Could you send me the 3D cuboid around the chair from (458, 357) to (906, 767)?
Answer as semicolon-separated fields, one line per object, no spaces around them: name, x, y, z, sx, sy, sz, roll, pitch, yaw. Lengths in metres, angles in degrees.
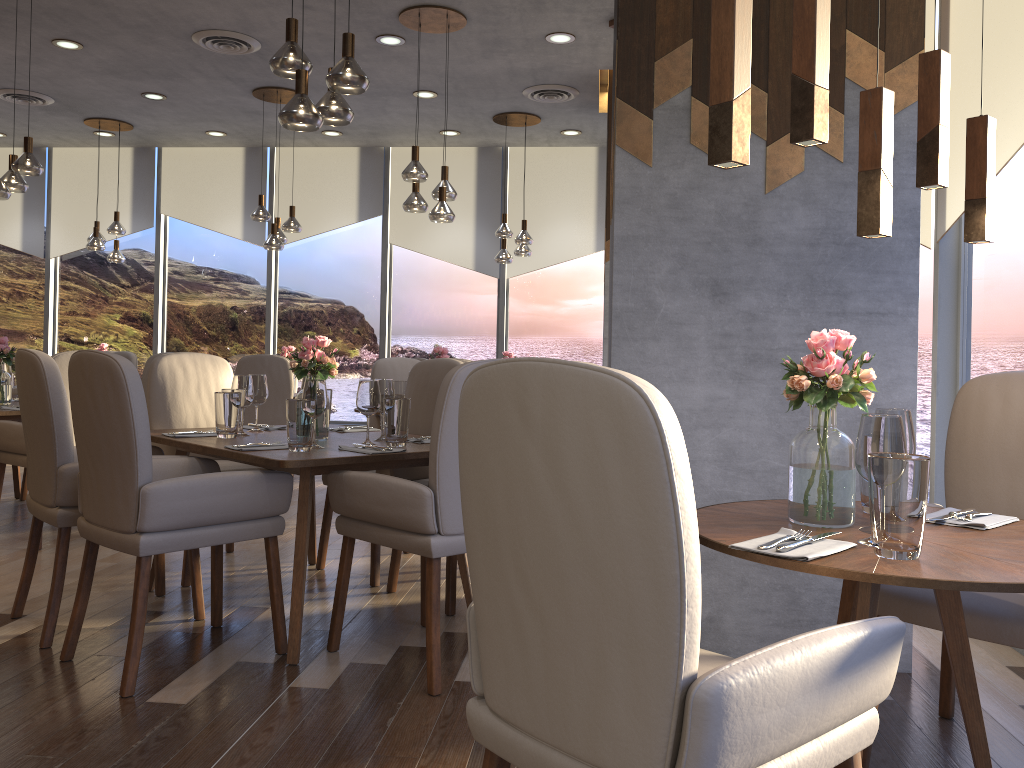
chair;0.237;0.463;1.384;0.599;1.000;0.528;1;0;-41

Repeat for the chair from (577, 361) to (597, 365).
chair;0.597;0.352;5.837;0.528;1.000;0.600;1;0;-35

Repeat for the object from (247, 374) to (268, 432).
object;-1.087;0.081;3.774;0.092;0.244;0.092;1;0;8

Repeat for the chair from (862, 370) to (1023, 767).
chair;1.214;0.462;2.219;0.599;1.000;0.528;1;0;-42

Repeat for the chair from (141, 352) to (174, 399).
chair;-2.437;0.293;5.575;0.528;1.000;0.599;1;0;42

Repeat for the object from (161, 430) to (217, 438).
object;-1.256;0.196;3.554;0.255;0.019;0.157;0;2;-41

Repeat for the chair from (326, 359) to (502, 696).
chair;-0.246;0.411;2.950;0.600;1.000;0.528;1;0;43

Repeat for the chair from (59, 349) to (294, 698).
chair;-1.098;0.394;2.886;0.528;1.000;0.599;1;0;42

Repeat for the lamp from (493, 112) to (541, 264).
lamp;0.030;-1.753;8.077;0.439;1.326;0.439;1;0;-27

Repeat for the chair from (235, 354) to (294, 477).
chair;-1.922;0.269;6.899;0.528;1.000;0.600;1;0;-13

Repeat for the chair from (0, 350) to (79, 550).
chair;-2.417;0.316;4.723;0.600;1.000;0.528;1;0;36

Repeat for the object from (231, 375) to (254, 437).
object;-1.089;0.087;3.574;0.092;0.244;0.092;1;0;1

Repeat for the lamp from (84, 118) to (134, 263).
lamp;-3.917;-1.853;8.576;0.439;1.326;0.439;1;0;-2

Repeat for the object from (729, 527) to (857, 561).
object;0.530;0.290;1.639;0.157;0.019;0.255;3;2;44

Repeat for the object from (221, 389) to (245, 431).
object;-1.194;0.111;3.799;0.102;0.178;0.102;1;0;-14

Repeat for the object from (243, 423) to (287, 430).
object;-1.105;0.189;3.938;0.157;0.019;0.255;0;2;-40

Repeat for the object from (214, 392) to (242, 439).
object;-1.113;0.122;3.467;0.102;0.178;0.102;1;0;-5

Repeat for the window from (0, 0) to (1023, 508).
window;-0.635;-1.040;6.464;8.058;3.199;16.128;0;2;-40

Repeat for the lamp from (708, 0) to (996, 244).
lamp;0.768;-1.269;1.829;1.160;1.932;0.118;1;0;-40

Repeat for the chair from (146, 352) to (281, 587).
chair;-1.408;0.354;4.128;0.528;1.000;0.600;1;0;-41

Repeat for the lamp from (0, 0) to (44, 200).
lamp;-3.003;-1.745;5.270;0.439;1.326;0.439;1;0;11

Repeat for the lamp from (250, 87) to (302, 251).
lamp;-1.982;-1.782;7.493;0.439;1.326;0.439;1;0;8

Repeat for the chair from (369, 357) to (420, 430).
chair;-0.756;0.311;6.256;0.528;1.000;0.600;1;0;-18

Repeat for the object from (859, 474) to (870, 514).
object;0.844;0.206;2.028;0.102;0.178;0.102;1;0;-36

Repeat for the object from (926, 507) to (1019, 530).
object;0.986;0.291;1.943;0.255;0.019;0.157;0;2;-42

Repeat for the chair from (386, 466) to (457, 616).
chair;-0.153;0.391;3.785;0.599;1.000;0.528;1;0;-41

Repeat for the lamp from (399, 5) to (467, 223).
lamp;-0.527;-1.703;5.738;0.439;1.326;0.439;1;0;13

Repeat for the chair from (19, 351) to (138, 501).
chair;-2.873;0.274;5.936;0.528;1.000;0.599;1;0;36

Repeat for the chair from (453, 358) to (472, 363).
chair;-0.424;0.348;5.143;0.528;1.000;0.600;1;0;-18

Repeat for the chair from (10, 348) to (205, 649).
chair;-1.503;0.374;3.286;0.599;1.000;0.528;1;0;-41

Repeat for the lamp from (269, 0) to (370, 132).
lamp;-0.756;-1.649;3.525;0.439;1.326;0.439;1;0;-9

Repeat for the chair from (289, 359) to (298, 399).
chair;-2.168;0.233;8.033;0.528;1.000;0.600;1;0;-14

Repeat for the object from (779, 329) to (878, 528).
object;0.667;0.088;1.874;0.210;0.416;0.198;1;0;-17

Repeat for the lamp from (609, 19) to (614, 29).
lamp;1.018;-1.356;5.300;0.118;1.932;1.161;2;0;-40

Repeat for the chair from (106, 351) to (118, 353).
chair;-3.677;0.201;8.013;0.528;1.000;0.600;1;0;-31

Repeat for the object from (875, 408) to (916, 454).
object;0.824;0.176;1.921;0.092;0.244;0.092;1;0;28

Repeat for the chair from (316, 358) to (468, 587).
chair;-0.540;0.371;4.197;0.528;1.000;0.599;1;0;44

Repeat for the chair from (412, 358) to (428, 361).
chair;-0.588;0.275;7.742;0.599;1.000;0.528;1;0;-38
